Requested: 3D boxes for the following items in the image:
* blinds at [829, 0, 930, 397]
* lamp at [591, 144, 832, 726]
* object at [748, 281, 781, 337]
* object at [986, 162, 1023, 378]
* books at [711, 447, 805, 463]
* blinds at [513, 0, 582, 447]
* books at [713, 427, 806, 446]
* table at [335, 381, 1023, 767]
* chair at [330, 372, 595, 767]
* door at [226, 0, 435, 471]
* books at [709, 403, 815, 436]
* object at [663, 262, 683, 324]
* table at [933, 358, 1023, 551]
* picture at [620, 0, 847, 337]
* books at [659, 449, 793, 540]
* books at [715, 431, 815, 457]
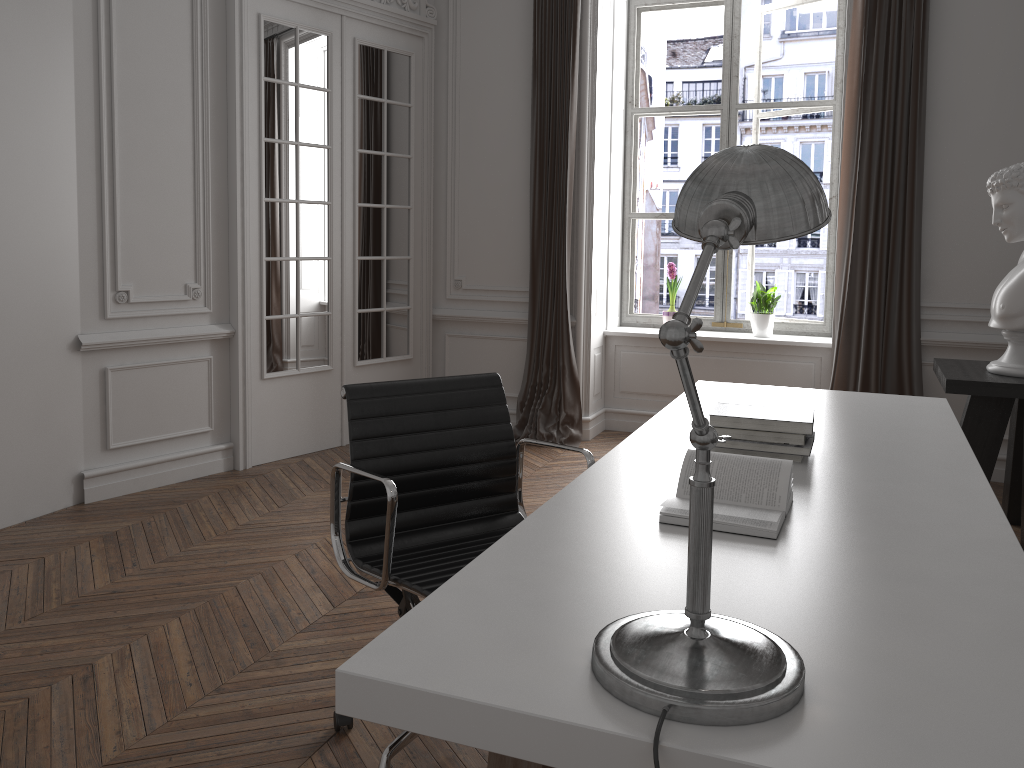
[{"bbox_3d":[2.003,-1.022,4.855,0.778,3.081,0.344,2,5,16],"label":"blinds"},{"bbox_3d":[0.276,0.015,1.199,0.269,0.694,0.491,3,7,22],"label":"lamp"},{"bbox_3d":[1.655,-0.495,5.797,0.215,0.366,0.287,1,6,0],"label":"object"},{"bbox_3d":[2.256,-0.497,3.826,0.393,0.918,0.638,3,7,22],"label":"object"},{"bbox_3d":[0.661,0.167,2.371,0.242,0.022,0.192,5,10,23],"label":"books"},{"bbox_3d":[0.222,-1.171,5.606,0.581,3.082,0.311,3,5,27],"label":"blinds"},{"bbox_3d":[0.659,0.120,2.362,0.240,0.028,0.192,4,10,20],"label":"books"},{"bbox_3d":[0.673,0.580,2.209,0.902,0.743,2.641,4,9,21],"label":"table"},{"bbox_3d":[-0.096,0.481,2.220,0.695,0.917,0.671,-5,9,-42],"label":"chair"},{"bbox_3d":[-1.049,-0.959,5.439,0.086,2.718,1.571,4,7,37],"label":"door"},{"bbox_3d":[0.667,0.091,2.355,0.259,0.032,0.192,4,10,20],"label":"books"},{"bbox_3d":[1.101,-0.597,6.056,0.129,0.473,0.130,-1,5,-18],"label":"object"},{"bbox_3d":[2.301,0.325,3.927,0.768,0.744,0.773,4,8,22],"label":"table"},{"bbox_3d":[0.184,-1.292,2.504,13.212,4.771,13.344,3,9,14],"label":"picture"},{"bbox_3d":[0.448,0.215,1.821,0.226,0.095,0.281,5,10,23],"label":"books"},{"bbox_3d":[0.666,0.146,2.358,0.259,0.022,0.213,5,10,22],"label":"books"}]
